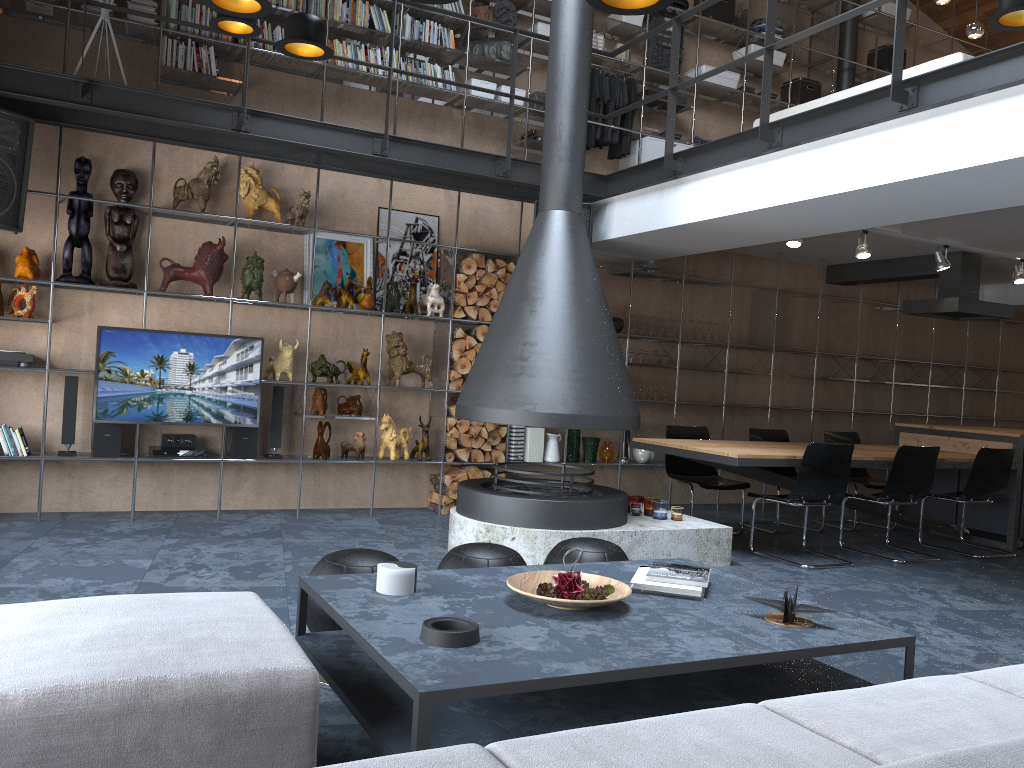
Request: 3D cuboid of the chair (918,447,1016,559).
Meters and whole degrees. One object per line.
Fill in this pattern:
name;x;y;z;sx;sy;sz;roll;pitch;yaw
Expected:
chair;3.552;0.886;6.910;0.527;0.825;0.599;3;0;-27

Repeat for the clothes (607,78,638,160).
clothes;0.985;-2.352;7.866;0.090;0.689;0.424;3;0;-28

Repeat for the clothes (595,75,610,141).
clothes;0.702;-2.391;7.703;0.074;0.586;0.488;3;1;-34

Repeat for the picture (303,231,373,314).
picture;-1.353;-0.884;6.934;0.544;0.625;0.136;3;0;-27

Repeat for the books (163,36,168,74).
books;-2.408;-2.283;6.162;0.008;0.219;0.177;3;0;-27

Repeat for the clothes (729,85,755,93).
clothes;2.220;-2.812;8.516;0.194;0.052;0.200;3;1;-26

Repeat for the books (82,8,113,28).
books;-2.807;-2.468;5.977;0.182;0.016;0.234;3;1;-32

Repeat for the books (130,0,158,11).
books;-2.530;-2.618;6.088;0.175;0.025;0.288;3;1;-21

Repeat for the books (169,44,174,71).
books;-2.365;-2.256;6.148;0.014;0.172;0.119;3;0;-27

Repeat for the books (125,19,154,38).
books;-2.552;-2.436;6.081;0.182;0.016;0.252;3;1;-21

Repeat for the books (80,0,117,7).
books;-2.793;-2.549;5.987;0.182;0.016;0.234;3;1;-37

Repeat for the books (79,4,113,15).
books;-2.806;-2.511;5.974;0.180;0.028;0.240;3;1;-37

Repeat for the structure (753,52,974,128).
structure;4.127;-1.956;5.683;2.634;1.120;4.614;3;1;-27

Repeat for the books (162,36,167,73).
books;-2.414;-2.283;6.152;0.010;0.220;0.171;3;0;-27

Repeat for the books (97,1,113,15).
books;-2.795;-2.533;5.987;0.182;0.016;0.234;3;1;-22

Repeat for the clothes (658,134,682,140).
clothes;1.441;-2.248;8.110;0.191;0.047;0.215;3;1;-27

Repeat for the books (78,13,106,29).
books;-2.819;-2.452;5.965;0.182;0.016;0.234;3;1;-27

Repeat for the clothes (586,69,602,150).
clothes;0.657;-2.371;7.699;0.090;0.689;0.424;3;0;-28

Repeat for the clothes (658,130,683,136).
clothes;1.426;-2.279;8.109;0.194;0.052;0.200;3;1;-25

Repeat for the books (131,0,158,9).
books;-2.535;-2.586;6.101;0.167;0.017;0.225;3;1;-27

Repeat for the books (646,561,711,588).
books;0.593;0.673;3.140;0.210;0.017;0.265;4;1;15

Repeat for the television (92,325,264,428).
television;-2.271;-0.039;6.079;1.075;0.638;0.115;3;0;-27

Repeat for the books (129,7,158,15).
books;-2.540;-2.518;6.095;0.181;0.016;0.258;3;1;-25

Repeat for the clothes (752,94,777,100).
clothes;2.458;-2.773;8.605;0.191;0.047;0.215;3;1;-27

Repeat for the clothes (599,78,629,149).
clothes;0.870;-2.381;7.788;0.074;0.586;0.488;3;1;-34

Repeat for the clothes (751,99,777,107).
clothes;2.445;-2.749;8.619;0.208;0.045;0.243;3;1;-27

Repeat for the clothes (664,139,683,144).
clothes;1.428;-2.223;8.124;0.208;0.045;0.243;3;1;-27

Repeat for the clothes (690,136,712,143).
clothes;1.742;-2.264;8.279;0.184;0.049;0.204;3;1;-28

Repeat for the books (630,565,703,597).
books;0.553;0.690;3.119;0.239;0.021;0.299;4;1;15

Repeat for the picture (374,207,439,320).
picture;-0.854;-0.976;7.214;0.529;0.863;0.090;3;0;-27

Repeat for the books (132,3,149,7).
books;-2.543;-2.559;6.093;0.160;0.012;0.222;3;1;-33

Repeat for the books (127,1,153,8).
books;-2.548;-2.572;6.101;0.160;0.013;0.227;3;1;-15

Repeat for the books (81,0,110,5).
books;-2.808;-2.567;5.988;0.167;0.017;0.213;3;1;-32

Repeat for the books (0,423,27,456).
books;-3.383;0.354;5.725;0.461;0.208;0.139;3;1;-27

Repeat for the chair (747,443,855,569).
chair;2.012;0.797;6.127;0.527;0.825;0.599;3;0;-27

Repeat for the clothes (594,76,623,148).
clothes;0.797;-2.386;7.786;0.074;0.586;0.488;3;1;-34

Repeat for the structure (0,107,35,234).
structure;-3.165;-1.270;5.170;0.488;0.735;0.461;4;0;23

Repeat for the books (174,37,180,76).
books;-2.341;-2.280;6.182;0.017;0.223;0.161;3;0;-27

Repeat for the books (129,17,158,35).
books;-2.538;-2.451;6.092;0.182;0.016;0.247;3;1;-27

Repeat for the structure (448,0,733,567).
structure;0.570;-1.732;5.860;1.689;5.700;1.197;3;0;-27

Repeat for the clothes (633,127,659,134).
clothes;1.203;-2.268;7.993;0.196;0.050;0.221;3;1;-24

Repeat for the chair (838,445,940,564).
chair;2.782;0.842;6.519;0.527;0.825;0.599;3;0;-27

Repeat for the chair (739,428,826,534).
chair;2.260;0.802;7.366;0.527;0.825;0.599;3;0;-27

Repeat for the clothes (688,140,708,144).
clothes;1.745;-2.234;8.262;0.198;0.053;0.203;3;1;-23

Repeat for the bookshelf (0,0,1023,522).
bookshelf;1.288;-1.968;8.100;10.738;6.219;0.421;3;0;-27

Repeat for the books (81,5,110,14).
books;-2.811;-2.487;5.977;0.174;0.021;0.222;3;1;-27

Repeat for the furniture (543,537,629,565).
furniture;0.319;0.894;3.804;0.402;0.462;0.401;3;0;-12

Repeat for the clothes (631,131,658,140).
clothes;1.194;-2.237;8.005;0.189;0.043;0.248;3;1;-18

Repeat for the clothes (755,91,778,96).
clothes;2.443;-2.804;8.604;0.194;0.052;0.200;3;1;-25

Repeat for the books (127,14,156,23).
books;-2.542;-2.471;6.091;0.174;0.021;0.239;3;1;-21

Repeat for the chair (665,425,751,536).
chair;1.490;0.757;6.974;0.527;0.825;0.599;3;0;-27

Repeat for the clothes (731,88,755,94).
clothes;2.201;-2.782;8.516;0.191;0.047;0.215;3;1;-27

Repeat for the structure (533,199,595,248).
structure;0.375;-1.067;6.971;0.460;0.744;0.506;4;0;-1

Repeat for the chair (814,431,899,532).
chair;3.031;0.846;7.758;0.527;0.825;0.599;3;0;-27

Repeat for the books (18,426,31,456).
books;-3.205;0.376;5.833;0.081;0.185;0.138;3;0;-27

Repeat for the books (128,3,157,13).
books;-2.535;-2.538;6.088;0.180;0.028;0.258;3;1;-21

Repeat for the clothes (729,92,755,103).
clothes;2.211;-2.757;8.502;0.208;0.045;0.243;3;1;-28

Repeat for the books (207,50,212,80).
books;-2.147;-2.249;6.277;0.048;0.188;0.120;3;0;-27
